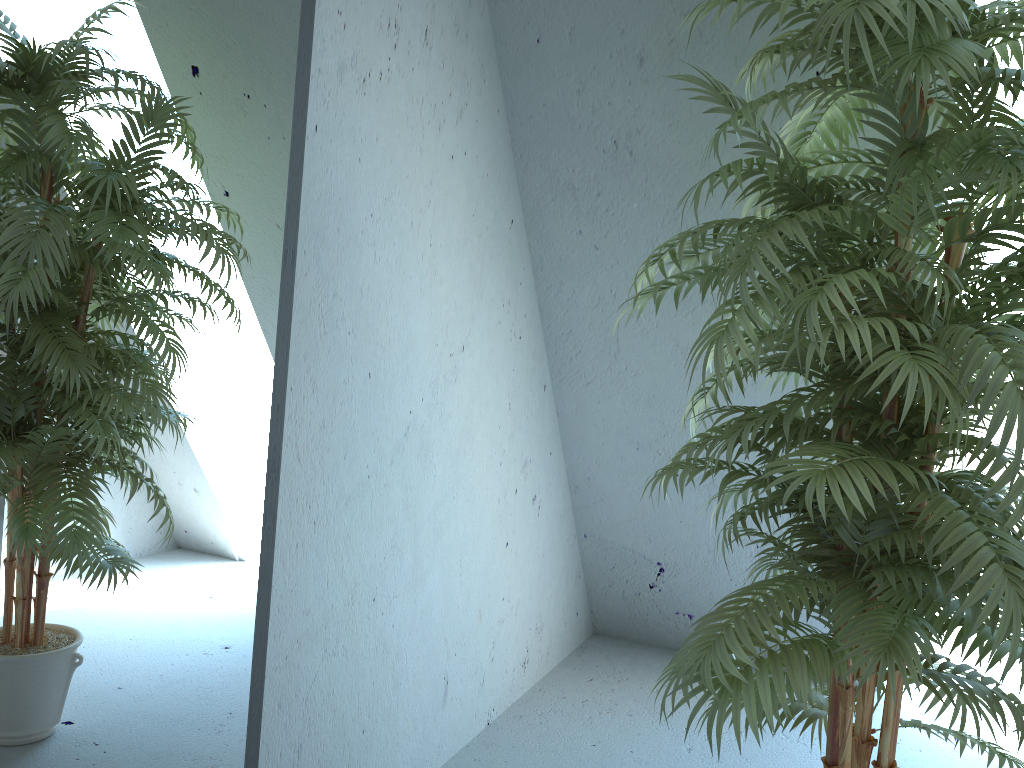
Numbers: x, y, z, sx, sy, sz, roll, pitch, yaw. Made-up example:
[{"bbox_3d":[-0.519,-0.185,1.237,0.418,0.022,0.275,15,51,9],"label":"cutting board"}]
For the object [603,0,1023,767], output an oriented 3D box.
[{"bbox_3d":[0.684,0.134,1.614,0.980,2.034,1.020,4,2,-19],"label":"object"}]
